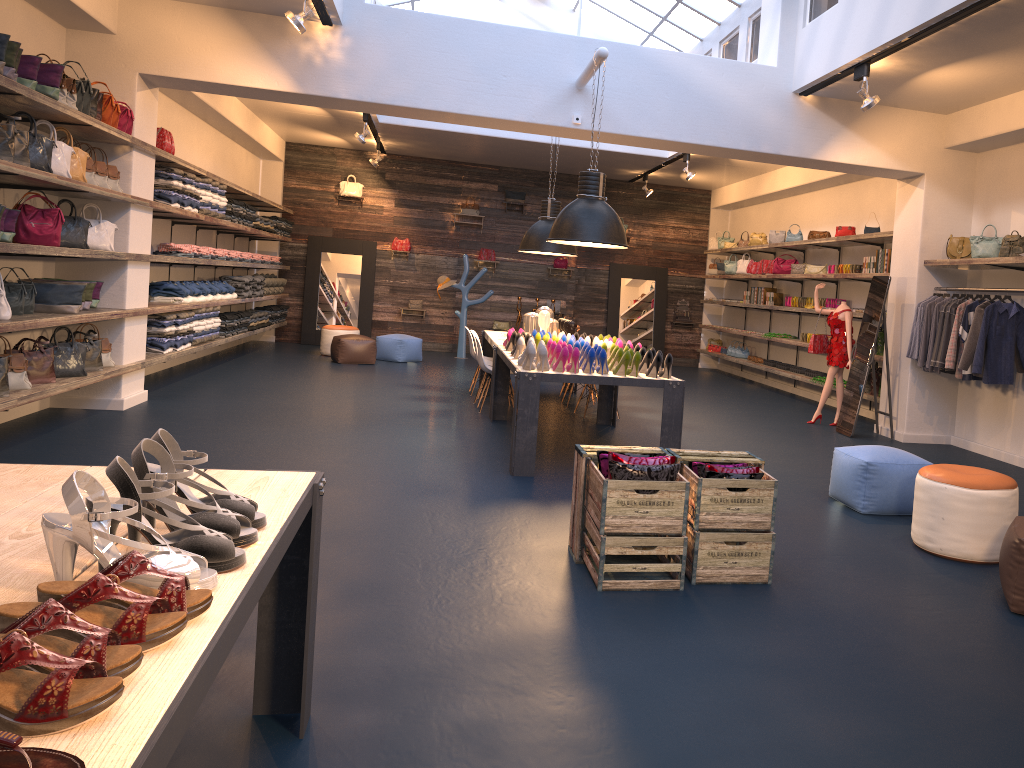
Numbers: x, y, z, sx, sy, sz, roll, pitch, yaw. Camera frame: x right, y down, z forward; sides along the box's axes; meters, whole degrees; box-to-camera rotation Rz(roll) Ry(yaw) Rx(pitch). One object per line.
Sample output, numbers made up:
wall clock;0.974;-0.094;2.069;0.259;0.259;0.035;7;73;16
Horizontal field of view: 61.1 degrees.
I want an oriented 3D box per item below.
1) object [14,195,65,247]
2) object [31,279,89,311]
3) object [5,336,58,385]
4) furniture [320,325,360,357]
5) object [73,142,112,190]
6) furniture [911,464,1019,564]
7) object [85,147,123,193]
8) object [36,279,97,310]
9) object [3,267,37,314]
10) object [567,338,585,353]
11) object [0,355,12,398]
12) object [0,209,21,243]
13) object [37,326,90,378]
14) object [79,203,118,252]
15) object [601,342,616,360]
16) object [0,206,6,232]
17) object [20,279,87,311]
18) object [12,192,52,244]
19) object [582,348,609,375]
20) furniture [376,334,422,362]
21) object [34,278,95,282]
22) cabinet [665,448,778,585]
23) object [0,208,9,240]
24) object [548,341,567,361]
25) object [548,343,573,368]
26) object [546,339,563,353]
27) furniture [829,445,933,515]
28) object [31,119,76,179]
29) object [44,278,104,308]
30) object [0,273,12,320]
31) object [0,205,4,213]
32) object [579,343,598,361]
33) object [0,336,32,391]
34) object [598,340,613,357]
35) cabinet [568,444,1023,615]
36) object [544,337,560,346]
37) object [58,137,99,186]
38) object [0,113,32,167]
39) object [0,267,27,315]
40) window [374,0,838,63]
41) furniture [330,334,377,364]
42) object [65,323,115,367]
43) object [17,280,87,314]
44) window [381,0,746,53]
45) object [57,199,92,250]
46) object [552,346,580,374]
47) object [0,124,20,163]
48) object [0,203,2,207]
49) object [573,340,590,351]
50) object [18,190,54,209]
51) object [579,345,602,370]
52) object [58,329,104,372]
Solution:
object;-3.337;-1.155;6.125;0.210;0.360;0.257;5;4;17
object;-3.485;-0.674;6.644;0.451;0.235;0.165;1;5;-35
object;-3.341;-0.167;6.062;0.203;0.337;0.402;6;5;29
furniture;-2.716;-0.683;13.722;0.595;0.478;0.568;4;5;-7
object;-3.386;-1.729;6.883;0.166;0.366;0.411;6;5;33
furniture;2.654;0.742;5.091;0.595;0.478;0.568;4;5;-7
object;-3.406;-1.759;7.129;0.166;0.366;0.411;6;5;33
object;-3.516;-0.698;6.825;0.449;0.235;0.165;1;5;-31
object;-3.403;-0.638;5.982;0.101;0.328;0.254;6;4;38
object;0.549;-0.304;7.506;0.215;0.195;0.236;4;5;-9
object;-3.260;-0.077;5.342;0.202;0.337;0.404;6;5;33
object;-3.511;-1.057;5.742;0.447;0.235;0.166;2;4;-28
object;-3.364;-0.245;6.488;0.181;0.384;0.452;6;5;27
object;-3.450;-1.287;7.112;0.179;0.384;0.458;6;5;36
object;0.787;-0.254;7.240;0.208;0.195;0.236;4;5;-9
object;-3.323;-0.985;5.251;0.450;0.235;0.165;1;5;-34
object;-3.424;-0.653;6.476;0.451;0.231;0.164;0;5;-37
object;-3.429;-1.186;6.226;0.221;0.384;0.261;5;3;13
object;0.624;-0.173;6.419;0.204;0.195;0.241;4;5;-1
furniture;-1.788;-0.581;13.744;0.606;0.421;0.694;7;6;30
object;-3.592;-0.722;6.979;0.451;0.235;0.165;1;5;-35
cabinet;1.052;0.658;4.400;0.486;0.546;0.541;4;4;-9
object;-3.475;-1.032;5.548;0.450;0.235;0.165;1;5;-34
object;0.364;-0.248;6.884;0.206;0.195;0.239;4;5;-4
object;0.380;-0.216;6.621;0.208;0.195;0.236;4;5;-9
object;0.353;-0.278;7.141;0.204;0.195;0.241;4;5;-1
furniture;2.592;0.651;6.100;0.672;0.421;0.628;3;5;-11
object;-3.243;-1.633;6.011;0.180;0.384;0.455;6;5;30
object;-3.618;-0.745;7.163;0.447;0.235;0.166;1;4;-29
object;-3.292;-0.569;5.524;0.167;0.308;0.314;2;5;-41
object;-3.244;-0.964;5.095;0.451;0.231;0.164;0;5;-36
object;0.613;-0.236;6.959;0.209;0.195;0.234;4;5;-11
object;-3.372;-0.138;5.682;0.166;0.366;0.411;6;5;33
object;0.795;-0.288;7.541;0.208;0.195;0.236;4;5;-9
cabinet;1.655;0.725;4.243;2.792;0.546;0.750;5;5;1
object;0.333;-0.310;7.411;0.208;0.195;0.236;4;5;-9
object;-3.363;-1.696;6.612;0.166;0.366;0.411;6;5;33
object;-3.179;-1.533;5.434;0.202;0.337;0.404;6;5;33
object;-3.386;-0.619;5.824;0.101;0.328;0.254;6;4;38
window;0.799;-3.870;7.473;4.615;0.649;11.034;4;7;-7
furniture;-2.347;-0.529;12.891;0.693;0.421;0.608;2;6;-26
object;-3.499;-0.320;7.178;0.166;0.366;0.411;6;5;33
object;-3.349;-0.629;6.322;0.447;0.231;0.166;1;5;-29
window;1.140;-4.392;3.997;4.451;0.834;18.297;4;7;-6
object;-3.495;-1.254;6.793;0.181;0.384;0.452;6;5;27
object;0.407;-0.182;6.345;0.209;0.195;0.234;4;5;-12
object;-3.163;-1.503;5.191;0.408;0.338;0.200;0;5;-43
object;-3.173;-0.942;4.953;0.447;0.231;0.166;2;4;-28
object;0.563;-0.268;7.206;0.208;0.195;0.236;4;5;-9
object;-3.486;-1.218;6.354;0.318;0.409;0.125;1;4;-40
object;0.616;-0.206;6.703;0.208;0.195;0.236;4;5;-9
object;-3.390;-0.262;6.873;0.202;0.337;0.404;6;5;33
